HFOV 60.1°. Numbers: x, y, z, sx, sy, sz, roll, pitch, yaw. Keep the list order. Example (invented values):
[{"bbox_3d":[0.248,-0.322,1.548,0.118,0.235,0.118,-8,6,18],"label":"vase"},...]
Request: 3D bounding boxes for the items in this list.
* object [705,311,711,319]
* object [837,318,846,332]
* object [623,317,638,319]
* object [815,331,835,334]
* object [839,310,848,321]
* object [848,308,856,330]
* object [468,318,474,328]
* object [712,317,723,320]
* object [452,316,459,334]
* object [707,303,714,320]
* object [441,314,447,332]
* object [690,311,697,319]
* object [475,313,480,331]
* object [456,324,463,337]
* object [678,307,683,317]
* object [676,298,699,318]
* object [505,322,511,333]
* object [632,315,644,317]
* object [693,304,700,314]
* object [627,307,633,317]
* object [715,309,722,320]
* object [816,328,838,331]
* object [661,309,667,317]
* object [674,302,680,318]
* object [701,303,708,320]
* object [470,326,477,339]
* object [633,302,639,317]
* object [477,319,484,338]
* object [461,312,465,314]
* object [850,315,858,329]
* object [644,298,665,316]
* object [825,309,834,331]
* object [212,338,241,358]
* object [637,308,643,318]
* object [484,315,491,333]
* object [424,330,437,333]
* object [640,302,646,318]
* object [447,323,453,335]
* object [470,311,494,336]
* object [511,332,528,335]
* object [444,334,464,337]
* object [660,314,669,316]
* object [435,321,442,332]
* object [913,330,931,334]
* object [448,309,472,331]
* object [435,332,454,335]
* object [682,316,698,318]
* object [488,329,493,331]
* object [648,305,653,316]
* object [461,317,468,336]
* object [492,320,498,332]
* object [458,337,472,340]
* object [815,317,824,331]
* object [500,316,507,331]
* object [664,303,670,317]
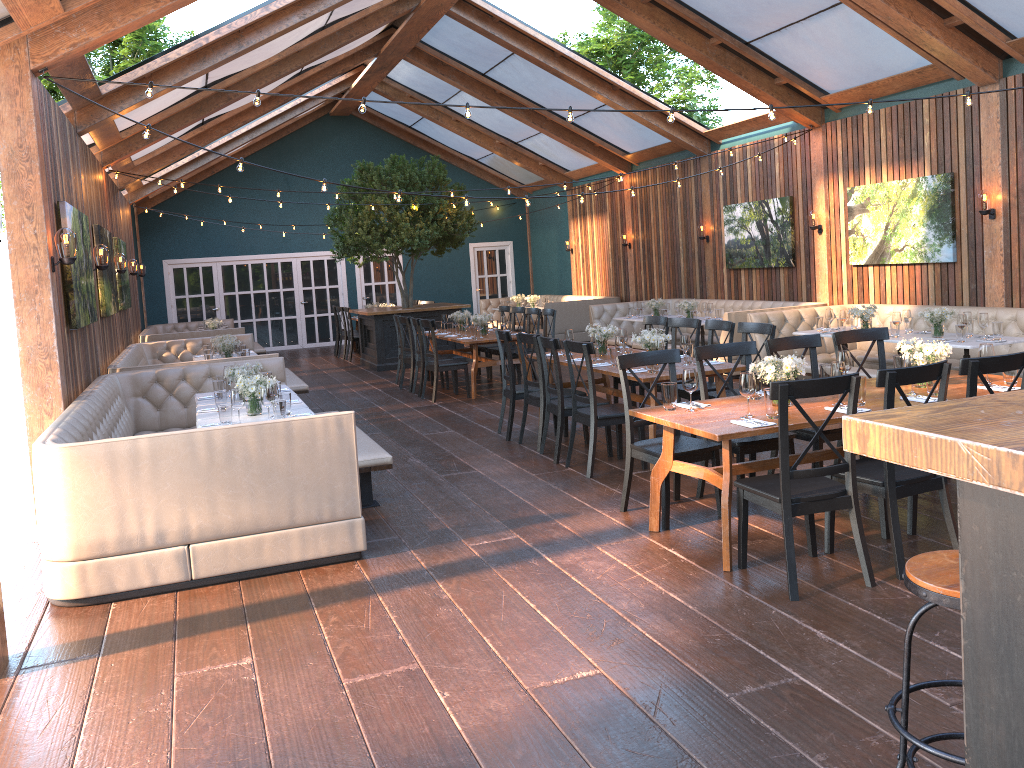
[{"bbox_3d":[2.811,-1.010,12.702,0.092,0.157,0.092,-7,6,-33],"label":"object"},{"bbox_3d":[3.545,-0.624,9.513,0.092,0.157,0.092,-7,6,-33],"label":"object"},{"bbox_3d":[1.893,-1.043,13.895,0.255,0.019,0.158,-6,8,-19],"label":"object"},{"bbox_3d":[3.449,-0.566,9.650,0.255,0.019,0.158,-6,8,-19],"label":"object"},{"bbox_3d":[3.603,-0.683,9.601,0.092,0.243,0.093,-1,5,28],"label":"object"},{"bbox_3d":[3.772,-0.723,9.819,0.092,0.243,0.093,-1,5,28],"label":"object"},{"bbox_3d":[-0.612,-0.912,13.162,0.092,0.157,0.092,-3,5,7],"label":"object"},{"bbox_3d":[2.916,-0.929,12.574,0.255,0.019,0.158,-6,8,-19],"label":"object"},{"bbox_3d":[-0.782,-0.819,12.239,0.092,0.243,0.092,-5,5,-22],"label":"object"},{"bbox_3d":[2.779,-1.006,12.375,0.092,0.243,0.093,-1,5,28],"label":"object"},{"bbox_3d":[-0.978,-0.882,12.799,0.092,0.243,0.093,-1,5,28],"label":"object"},{"bbox_3d":[2.523,-0.935,12.283,0.092,0.157,0.092,-7,6,-33],"label":"object"},{"bbox_3d":[-0.482,-0.873,12.504,0.092,0.243,0.092,-5,5,-22],"label":"object"},{"bbox_3d":[-0.690,-0.701,11.640,0.092,0.157,0.092,-3,5,7],"label":"object"},{"bbox_3d":[2.553,-1.089,13.406,0.092,0.157,0.092,-7,6,-33],"label":"object"},{"bbox_3d":[2.552,-1.082,12.797,0.336,0.308,0.331,-4,6,-3],"label":"object"},{"bbox_3d":[-0.052,-0.730,11.557,0.092,0.157,0.092,-2,5,17],"label":"object"},{"bbox_3d":[2.023,-1.099,14.245,0.158,0.019,0.256,-6,8,-19],"label":"object"},{"bbox_3d":[2.580,-0.993,12.371,0.092,0.243,0.092,-5,5,-17],"label":"object"},{"bbox_3d":[1.887,-1.146,14.140,0.092,0.157,0.092,-7,6,-33],"label":"object"},{"bbox_3d":[2.873,-0.962,12.318,0.092,0.157,0.092,-2,5,17],"label":"object"},{"bbox_3d":[3.580,-0.622,10.000,0.158,0.019,0.256,-6,8,-19],"label":"object"},{"bbox_3d":[2.247,-1.018,13.030,0.092,0.157,0.092,-7,6,-33],"label":"object"},{"bbox_3d":[2.490,-1.115,13.313,0.092,0.243,0.093,-1,5,28],"label":"object"},{"bbox_3d":[2.748,-1.036,12.608,0.092,0.243,0.093,-1,5,28],"label":"object"},{"bbox_3d":[-0.477,-0.640,11.097,0.092,0.157,0.092,-2,5,17],"label":"object"},{"bbox_3d":[1.975,-1.186,14.077,0.092,0.243,0.093,-1,5,28],"label":"object"},{"bbox_3d":[-0.399,-0.705,11.217,0.092,0.243,0.092,-5,5,-17],"label":"object"},{"bbox_3d":[-0.721,-0.933,13.055,0.092,0.243,0.092,-7,6,-39],"label":"object"},{"bbox_3d":[3.835,-0.697,9.913,0.092,0.157,0.092,-7,6,-33],"label":"object"},{"bbox_3d":[2.222,-1.183,13.697,0.336,0.308,0.331,-4,6,-8],"label":"object"},{"bbox_3d":[3.532,-0.709,9.832,0.092,0.243,0.093,-1,5,28],"label":"object"},{"bbox_3d":[-3.423,-0.408,10.636,0.336,0.308,0.331,-4,6,-3],"label":"object"},{"bbox_3d":[1.989,-1.101,13.758,0.092,0.157,0.092,-7,6,-33],"label":"object"},{"bbox_3d":[-0.330,-0.816,11.995,0.092,0.243,0.093,-2,5,23],"label":"object"},{"bbox_3d":[-1.157,-0.765,12.852,0.255,0.019,0.158,-6,8,-19],"label":"object"},{"bbox_3d":[2.046,-1.159,13.846,0.092,0.243,0.093,-1,5,28],"label":"object"},{"bbox_3d":[-0.845,-0.758,12.137,0.092,0.157,0.092,-5,5,-13],"label":"object"},{"bbox_3d":[-0.395,-0.797,11.652,0.329,0.308,0.338,-2,6,17],"label":"object"},{"bbox_3d":[0.062,-0.648,11.417,0.255,0.019,0.158,-6,8,-19],"label":"object"},{"bbox_3d":[-0.768,-0.648,11.808,0.255,0.019,0.158,-6,8,-19],"label":"object"},{"bbox_3d":[2.383,-1.093,14.030,0.255,0.019,0.158,-6,8,-19],"label":"object"},{"bbox_3d":[-1.049,-0.820,12.689,0.092,0.157,0.092,-4,5,-3],"label":"object"},{"bbox_3d":[4.215,-0.532,9.033,0.255,0.019,0.158,-6,8,-19],"label":"object"},{"bbox_3d":[-0.728,-0.910,12.646,0.337,0.308,0.330,-6,7,-24],"label":"object"},{"bbox_3d":[-0.932,-0.704,12.292,0.255,0.019,0.158,-6,8,-19],"label":"object"},{"bbox_3d":[2.658,-1.008,13.279,0.255,0.019,0.158,-6,8,-19],"label":"object"},{"bbox_3d":[-0.316,-0.764,12.475,0.255,0.019,0.158,-6,8,-19],"label":"object"},{"bbox_3d":[2.216,-1.200,14.064,0.092,0.243,0.093,-1,5,28],"label":"object"},{"bbox_3d":[-0.624,-0.764,11.763,0.092,0.243,0.092,-5,5,-17],"label":"object"},{"bbox_3d":[-0.229,-0.793,12.107,0.092,0.157,0.092,0,6,36],"label":"object"},{"bbox_3d":[-0.570,-0.587,11.261,0.255,0.019,0.158,-6,8,-19],"label":"object"},{"bbox_3d":[3.443,-0.669,9.895,0.092,0.157,0.092,-7,6,-33],"label":"object"},{"bbox_3d":[-0.105,-0.758,11.471,0.092,0.243,0.093,-3,4,6],"label":"object"},{"bbox_3d":[2.304,-1.077,13.118,0.092,0.243,0.093,-1,5,28],"label":"object"}]
